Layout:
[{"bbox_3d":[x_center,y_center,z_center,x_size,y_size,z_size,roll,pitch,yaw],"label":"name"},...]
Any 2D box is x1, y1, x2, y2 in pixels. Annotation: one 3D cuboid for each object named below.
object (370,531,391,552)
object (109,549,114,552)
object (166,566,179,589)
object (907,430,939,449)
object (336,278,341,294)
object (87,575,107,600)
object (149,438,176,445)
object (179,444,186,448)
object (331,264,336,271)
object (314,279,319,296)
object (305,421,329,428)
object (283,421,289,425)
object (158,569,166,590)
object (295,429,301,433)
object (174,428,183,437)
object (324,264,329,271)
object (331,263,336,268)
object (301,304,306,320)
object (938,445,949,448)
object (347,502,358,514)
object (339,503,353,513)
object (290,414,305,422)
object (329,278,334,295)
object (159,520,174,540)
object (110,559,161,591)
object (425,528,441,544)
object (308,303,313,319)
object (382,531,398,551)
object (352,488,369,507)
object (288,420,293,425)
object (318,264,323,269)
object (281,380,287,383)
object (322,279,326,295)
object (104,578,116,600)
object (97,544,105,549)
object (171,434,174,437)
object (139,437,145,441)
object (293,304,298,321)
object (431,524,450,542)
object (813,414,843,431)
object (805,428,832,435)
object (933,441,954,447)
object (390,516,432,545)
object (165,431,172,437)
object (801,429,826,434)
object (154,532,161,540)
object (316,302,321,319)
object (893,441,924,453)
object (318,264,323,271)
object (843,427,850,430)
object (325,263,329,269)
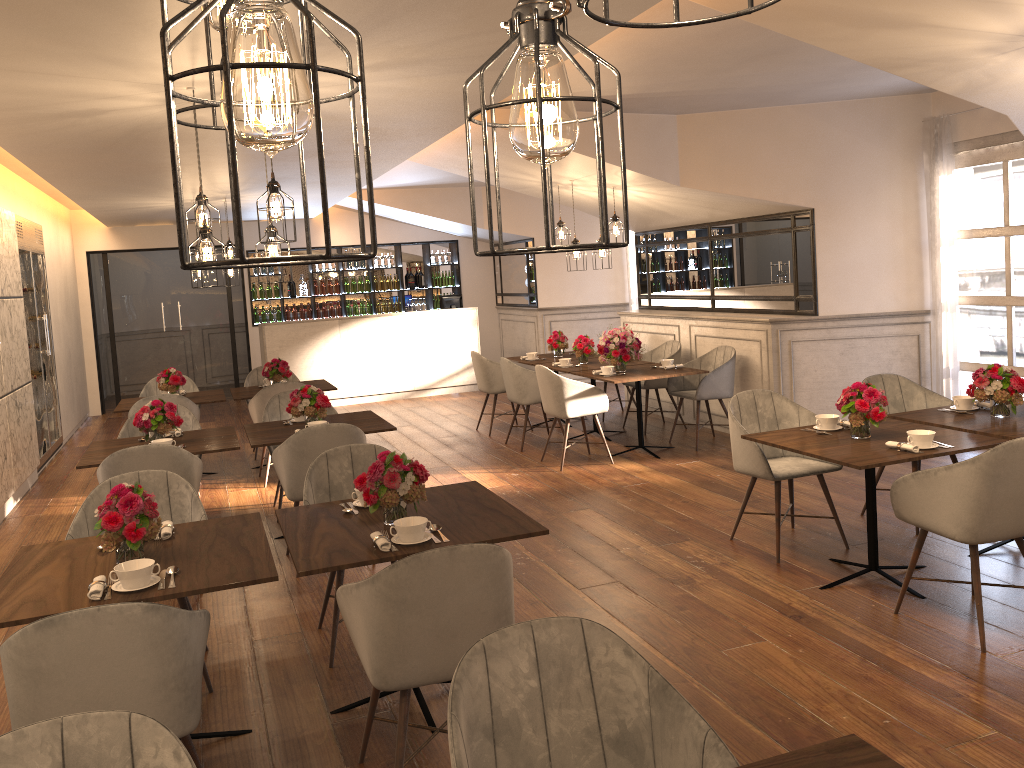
[{"bbox_3d":[-0.468,0.558,3.151,0.056,0.039,0.176,-6,7,-19],"label":"object"},{"bbox_3d":[-1.527,0.613,3.393,0.022,0.004,0.211,-6,8,-19],"label":"object"},{"bbox_3d":[-1.131,0.640,2.937,0.043,0.015,0.198,-6,7,-15],"label":"object"},{"bbox_3d":[1.919,0.262,4.151,0.148,0.072,0.149,1,8,38],"label":"object"},{"bbox_3d":[-2.709,-1.529,13.785,0.066,0.260,0.066,-7,5,-41],"label":"object"},{"bbox_3d":[-1.331,0.652,2.844,0.056,0.039,0.176,-6,7,-19],"label":"object"},{"bbox_3d":[-2.094,0.373,5.302,0.148,0.072,0.149,-1,7,23],"label":"object"},{"bbox_3d":[-1.993,0.388,5.360,0.043,0.015,0.198,-7,8,-23],"label":"object"},{"bbox_3d":[-2.770,-1.852,13.716,0.070,0.189,0.041,-5,4,-20],"label":"object"},{"bbox_3d":[-3.020,-1.495,13.675,0.066,0.260,0.066,-7,5,-41],"label":"object"},{"bbox_3d":[-1.231,0.279,5.608,0.148,0.072,0.149,-1,7,23],"label":"object"},{"bbox_3d":[-1.568,0.266,6.115,0.043,0.015,0.198,-7,8,-23],"label":"object"},{"bbox_3d":[-1.159,0.647,2.934,0.022,0.004,0.211,-6,8,-19],"label":"object"},{"bbox_3d":[-1.337,0.308,5.571,0.056,0.039,0.176,-6,7,-19],"label":"object"},{"bbox_3d":[-2.225,0.323,5.902,0.056,0.039,0.176,-6,7,-19],"label":"object"},{"bbox_3d":[-2.864,-1.842,13.682,0.070,0.189,0.041,-5,4,-20],"label":"object"},{"bbox_3d":[-2.772,-1.888,13.713,0.069,0.208,0.040,-5,4,-20],"label":"object"},{"bbox_3d":[-3.219,-1.111,13.621,0.066,0.260,0.066,-7,5,-41],"label":"object"},{"bbox_3d":[1.985,0.285,4.204,0.022,0.004,0.211,-6,8,-19],"label":"object"},{"bbox_3d":[-0.664,0.519,3.700,0.022,0.004,0.211,-6,8,-19],"label":"object"},{"bbox_3d":[-0.700,0.516,3.694,0.043,0.015,0.198,-7,8,-23],"label":"object"},{"bbox_3d":[-1.471,0.223,6.168,0.148,0.072,0.149,-1,7,23],"label":"object"},{"bbox_3d":[-2.812,-1.518,13.748,0.066,0.260,0.066,-7,5,-41],"label":"object"},{"bbox_3d":[-1.357,0.573,3.481,0.056,0.039,0.176,-6,7,-19],"label":"object"},{"bbox_3d":[-1.226,0.624,2.881,0.149,0.072,0.148,-10,9,-42],"label":"object"},{"bbox_3d":[-0.296,0.553,3.241,0.022,0.004,0.211,-6,8,-19],"label":"object"},{"bbox_3d":[-3.115,-1.122,13.657,0.066,0.260,0.066,-7,5,-41],"label":"object"},{"bbox_3d":[-0.439,0.561,3.172,0.025,0.024,0.193,-6,7,-19],"label":"object"},{"bbox_3d":[-0.602,0.474,3.748,0.149,0.072,0.148,-10,9,-42],"label":"object"},{"bbox_3d":[-1.533,0.268,6.120,0.022,0.004,0.211,-6,8,-19],"label":"object"},{"bbox_3d":[-2.961,-1.868,13.646,0.069,0.208,0.040,-5,4,-20],"label":"object"},{"bbox_3d":[-2.206,-0.015,8.557,0.056,0.039,0.176,-6,7,-19],"label":"object"},{"bbox_3d":[-2.916,-1.506,13.712,0.066,0.260,0.066,-7,5,-41],"label":"object"},{"bbox_3d":[-1.302,0.655,2.865,0.025,0.024,0.193,-6,7,-19],"label":"object"},{"bbox_3d":[-1.563,0.610,3.388,0.043,0.015,0.198,-7,8,-23],"label":"object"},{"bbox_3d":[-2.254,0.334,5.881,0.025,0.024,0.193,-6,7,-19],"label":"object"},{"bbox_3d":[-2.431,0.360,5.808,0.043,0.015,0.198,-7,8,-23],"label":"object"},{"bbox_3d":[-3.323,-1.100,13.584,0.066,0.260,0.066,-7,5,-41],"label":"object"},{"bbox_3d":[-0.261,0.545,3.246,0.043,0.015,0.198,-7,8,-23],"label":"object"},{"bbox_3d":[1.680,0.206,4.711,0.148,0.072,0.149,1,8,38],"label":"object"},{"bbox_3d":[1.617,0.251,4.663,0.022,0.004,0.211,-6,8,-19],"label":"object"},{"bbox_3d":[2.020,0.277,4.209,0.043,0.015,0.198,-7,8,-23],"label":"object"},{"bbox_3d":[-0.363,0.530,3.188,0.149,0.072,0.148,-10,9,-42],"label":"object"},{"bbox_3d":[-2.334,0.318,5.862,0.148,0.072,0.149,-1,7,23],"label":"object"},{"bbox_3d":[1.589,0.247,4.660,0.043,0.015,0.198,-6,7,-15],"label":"object"},{"bbox_3d":[-1.385,0.585,3.461,0.025,0.024,0.193,-6,7,-19],"label":"object"},{"bbox_3d":[-2.997,-1.135,13.699,0.066,0.260,0.066,-7,5,-41],"label":"object"},{"bbox_3d":[1.843,0.293,4.135,0.025,0.024,0.193,-6,7,-19],"label":"object"},{"bbox_3d":[-2.959,-1.832,13.649,0.070,0.189,0.041,-5,4,-20],"label":"object"},{"bbox_3d":[1.759,0.223,4.731,0.025,0.024,0.193,-6,7,-19],"label":"object"},{"bbox_3d":[-2.866,-1.878,13.680,0.069,0.208,0.040,-5,4,-20],"label":"object"}]
